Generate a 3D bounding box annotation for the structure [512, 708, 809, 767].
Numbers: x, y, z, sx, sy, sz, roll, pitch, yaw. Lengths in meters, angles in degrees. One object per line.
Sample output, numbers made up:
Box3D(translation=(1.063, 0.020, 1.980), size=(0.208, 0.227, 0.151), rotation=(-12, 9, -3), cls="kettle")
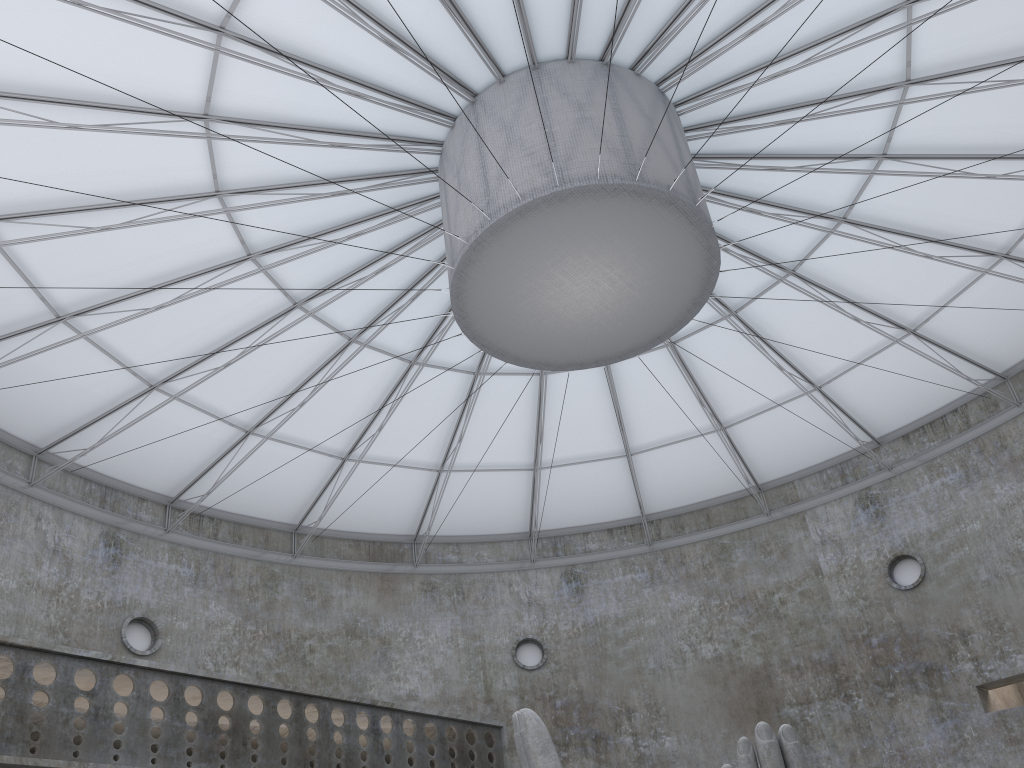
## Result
Box3D(translation=(4.892, 6.974, 14.286), size=(10.707, 5.560, 16.068), rotation=(-5, -34, -4), cls="structure")
